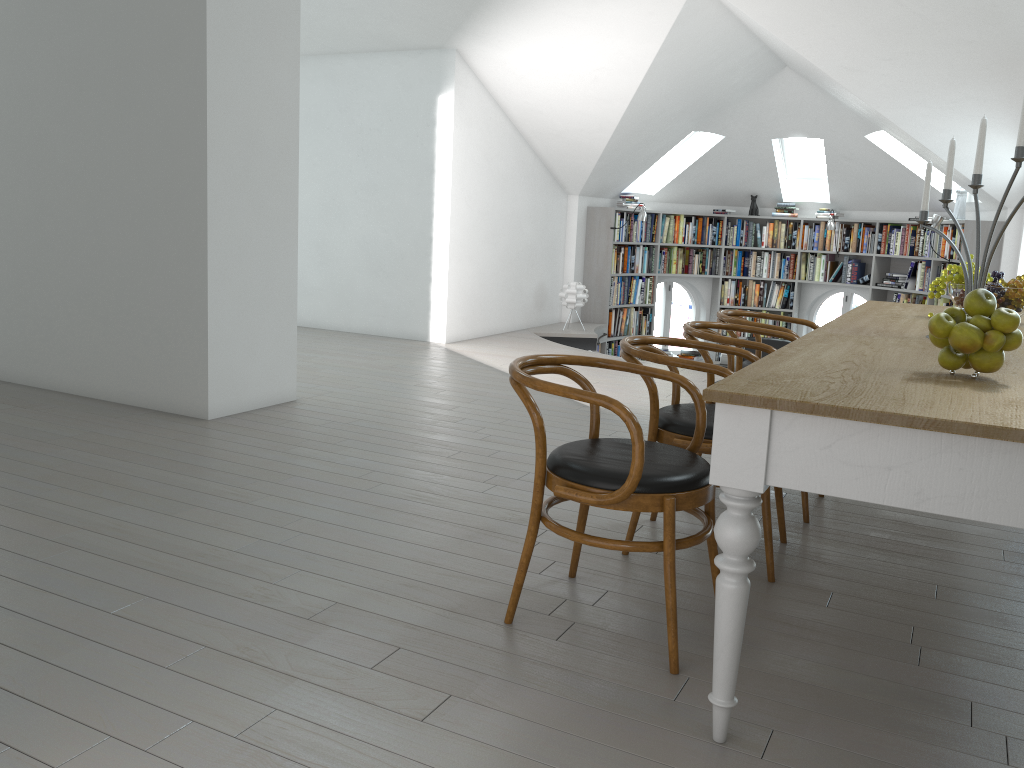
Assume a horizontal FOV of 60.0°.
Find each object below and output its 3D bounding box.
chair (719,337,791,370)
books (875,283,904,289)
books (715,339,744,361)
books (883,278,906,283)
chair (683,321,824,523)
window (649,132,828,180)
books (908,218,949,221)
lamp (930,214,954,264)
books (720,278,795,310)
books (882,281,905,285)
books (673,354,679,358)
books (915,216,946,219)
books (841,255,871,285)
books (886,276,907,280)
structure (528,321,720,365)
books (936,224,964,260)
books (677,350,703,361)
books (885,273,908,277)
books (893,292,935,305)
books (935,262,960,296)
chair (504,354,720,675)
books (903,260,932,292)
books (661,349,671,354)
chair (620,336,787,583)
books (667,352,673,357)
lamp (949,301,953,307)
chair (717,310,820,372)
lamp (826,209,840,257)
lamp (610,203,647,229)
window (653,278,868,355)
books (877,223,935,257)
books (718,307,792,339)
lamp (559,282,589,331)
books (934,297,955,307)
[{"bbox_3d":[2.688,-0.112,9.491,0.824,0.716,0.744,6,10,21],"label":"chair"},{"bbox_3d":[4.545,-1.149,10.394,0.365,0.042,0.390,-2,11,-23],"label":"books"},{"bbox_3d":[3.125,-0.429,11.537,1.019,0.305,0.289,5,10,11],"label":"books"},{"bbox_3d":[4.548,-1.211,10.384,0.269,0.031,0.287,0,10,-13],"label":"books"},{"bbox_3d":[1.016,0.126,3.783,0.622,0.731,0.529,7,10,26],"label":"chair"},{"bbox_3d":[3.326,-2.787,10.270,4.061,0.710,1.938,8,11,26],"label":"window"},{"bbox_3d":[4.704,-1.841,9.969,0.316,0.036,0.337,1,10,-11],"label":"books"},{"bbox_3d":[4.458,-1.489,9.153,0.275,0.523,0.113,6,9,17],"label":"lamp"},{"bbox_3d":[3.164,-1.167,11.427,0.998,0.350,0.298,5,9,10],"label":"books"},{"bbox_3d":[4.547,-1.181,10.389,0.269,0.031,0.287,-3,12,-28],"label":"books"},{"bbox_3d":[1.954,-0.365,11.590,0.365,0.042,0.390,2,10,-7],"label":"books"},{"bbox_3d":[4.705,-1.869,9.964,0.233,0.027,0.248,3,10,-1],"label":"books"},{"bbox_3d":[4.241,-1.374,10.739,0.224,0.339,0.400,-6,13,-42],"label":"books"},{"bbox_3d":[4.550,-1.242,10.380,0.213,0.036,0.227,0,10,-13],"label":"books"},{"bbox_3d":[2.578,-0.100,9.429,4.709,0.690,4.731,-1,11,-18],"label":"structure"},{"bbox_3d":[4.676,-1.459,9.136,0.293,0.360,1.018,4,10,9],"label":"books"},{"bbox_3d":[2.332,-0.373,11.589,0.318,0.099,0.292,8,11,28],"label":"books"},{"bbox_3d":[4.551,-1.273,10.375,0.269,0.031,0.287,4,10,7],"label":"books"},{"bbox_3d":[4.568,-0.872,10.156,0.251,0.350,0.978,-1,11,-20],"label":"books"},{"bbox_3d":[4.655,-1.079,9.182,0.279,0.356,1.056,5,10,12],"label":"books"},{"bbox_3d":[0.278,0.316,2.540,0.622,0.731,0.529,8,11,29],"label":"chair"},{"bbox_3d":[4.678,-1.212,9.927,0.255,0.349,0.556,0,10,-17],"label":"books"},{"bbox_3d":[1.957,-0.429,11.580,0.213,0.036,0.227,3,10,3],"label":"books"},{"bbox_3d":[0.669,0.224,3.147,0.622,0.731,0.529,6,10,22],"label":"chair"},{"bbox_3d":[1.956,-0.398,11.585,0.269,0.031,0.287,3,10,3],"label":"books"},{"bbox_3d":[4.255,-0.607,8.299,0.323,0.657,0.234,11,12,42],"label":"lamp"},{"bbox_3d":[1.312,0.021,4.442,0.622,0.731,0.529,8,11,30],"label":"chair"},{"bbox_3d":[3.875,-1.815,10.693,0.113,0.564,0.358,8,11,33],"label":"lamp"},{"bbox_3d":[1.362,-1.943,10.266,0.414,0.310,0.117,7,10,23],"label":"lamp"},{"bbox_3d":[3.156,-0.810,11.577,3.232,1.146,0.619,5,9,12],"label":"window"},{"bbox_3d":[4.594,-1.641,10.109,0.306,0.366,0.974,-1,11,-20],"label":"books"},{"bbox_3d":[3.160,-0.786,11.483,1.032,0.356,0.294,5,9,12],"label":"books"},{"bbox_3d":[0.668,-0.850,9.671,0.306,0.522,0.307,5,9,15],"label":"lamp"},{"bbox_3d":[4.642,-0.699,9.232,0.275,0.346,1.025,5,10,12],"label":"books"}]
